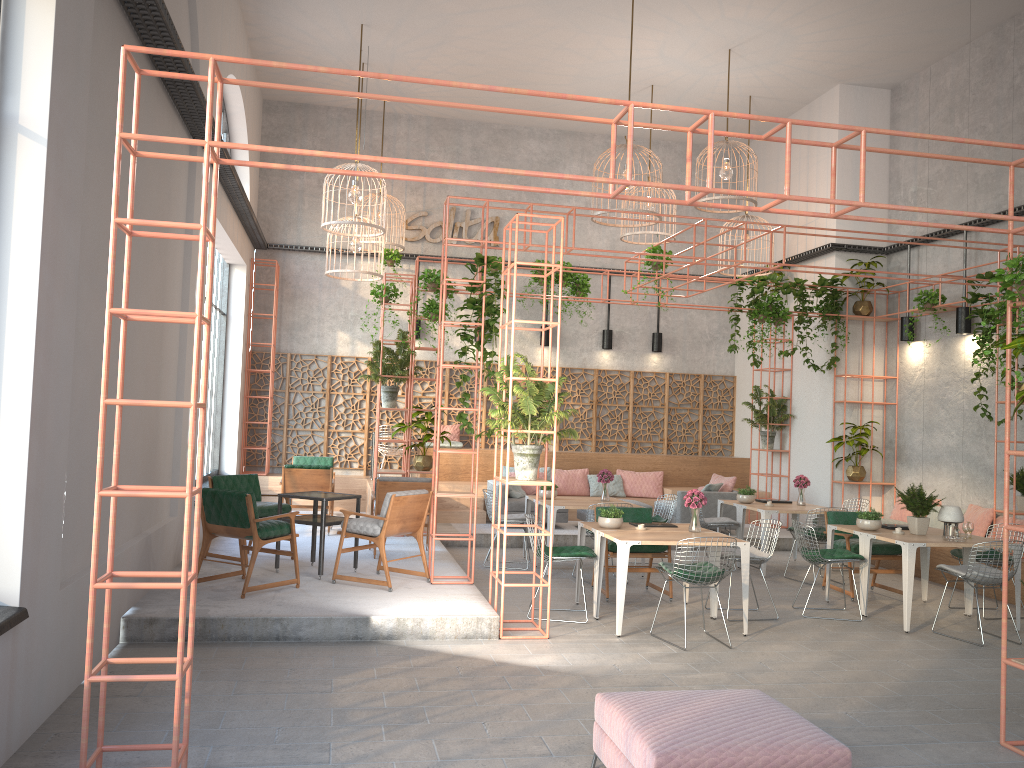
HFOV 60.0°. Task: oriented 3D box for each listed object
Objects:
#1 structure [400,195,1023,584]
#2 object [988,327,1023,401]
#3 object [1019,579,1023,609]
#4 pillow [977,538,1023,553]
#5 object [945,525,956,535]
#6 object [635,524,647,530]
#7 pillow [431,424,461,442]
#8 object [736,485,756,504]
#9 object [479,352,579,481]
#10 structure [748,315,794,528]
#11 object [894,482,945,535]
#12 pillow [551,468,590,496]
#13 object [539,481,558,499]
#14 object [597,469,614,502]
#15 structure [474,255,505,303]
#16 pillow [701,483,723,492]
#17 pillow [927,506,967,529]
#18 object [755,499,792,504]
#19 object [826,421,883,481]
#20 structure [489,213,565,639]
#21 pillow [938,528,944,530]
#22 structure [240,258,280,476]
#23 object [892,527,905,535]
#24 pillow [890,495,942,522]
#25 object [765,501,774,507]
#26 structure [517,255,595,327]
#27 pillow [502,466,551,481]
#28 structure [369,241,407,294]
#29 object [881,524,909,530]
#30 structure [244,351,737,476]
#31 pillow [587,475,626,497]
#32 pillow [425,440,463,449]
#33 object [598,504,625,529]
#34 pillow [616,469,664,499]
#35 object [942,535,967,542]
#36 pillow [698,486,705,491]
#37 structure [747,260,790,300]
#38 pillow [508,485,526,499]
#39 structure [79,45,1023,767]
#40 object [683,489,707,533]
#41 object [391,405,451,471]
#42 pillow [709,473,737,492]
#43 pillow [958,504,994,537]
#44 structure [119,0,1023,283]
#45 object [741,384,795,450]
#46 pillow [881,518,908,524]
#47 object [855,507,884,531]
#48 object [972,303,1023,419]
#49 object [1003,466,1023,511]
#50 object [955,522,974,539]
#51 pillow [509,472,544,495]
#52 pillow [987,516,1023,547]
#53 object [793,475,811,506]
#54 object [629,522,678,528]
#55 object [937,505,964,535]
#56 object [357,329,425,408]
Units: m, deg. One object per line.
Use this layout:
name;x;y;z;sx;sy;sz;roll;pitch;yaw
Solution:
structure;5.694;0.161;11.888;14.096;4.345;4.501;3;-2;-12
object;5.871;-0.276;10.105;0.903;0.947;0.934;0;-3;41
object;3.273;1.400;5.272;0.368;0.527;0.438;3;-2;-11
pillow;5.768;1.953;10.752;0.491;0.149;0.637;3;-2;-10
object;4.307;1.453;8.719;0.095;0.119;0.095;2;-2;13
object;1.243;1.376;8.542;0.115;0.073;0.115;3;-2;-17
pillow;-1.160;0.869;15.790;0.499;0.324;0.307;2;-2;4
object;3.148;1.480;11.925;0.254;0.247;0.248;3;-2;-11
object;0.126;0.285;7.756;0.900;1.100;0.894;1;-2;18
structure;4.429;0.623;15.178;0.424;3.596;0.624;3;-2;-11
object;4.091;1.253;8.966;0.368;0.527;0.438;3;-2;-11
pillow;0.984;1.699;15.355;0.839;0.474;0.276;3;-3;-21
object;0.467;1.354;11.408;0.252;0.247;0.247;3;-2;-11
object;1.195;1.297;11.384;0.225;0.414;0.213;3;-2;-18
structure;-0.345;-1.878;15.445;0.605;0.972;0.587;3;-2;-12
pillow;3.068;1.716;13.859;0.308;0.349;0.495;0;-3;39
pillow;5.910;1.878;12.157;0.289;0.385;0.666;3;-2;-16
object;3.609;1.618;12.229;0.427;0.031;0.268;3;-2;-11
object;5.187;1.011;13.485;0.934;0.919;0.903;4;-3;-39
structure;0.118;0.357;7.824;0.424;3.602;0.624;3;-2;-11
pillow;5.574;1.987;11.750;0.491;0.149;0.637;3;-2;-10
structure;-4.253;-0.279;14.990;0.424;3.591;0.624;3;-2;-11
object;3.888;1.473;8.921;0.115;0.078;0.115;2;-2;-5
pillow;5.810;1.852;12.793;0.276;0.474;0.839;3;-3;-21
object;3.367;1.563;11.603;0.115;0.078;0.115;2;-2;-5
structure;0.784;-1.668;15.610;1.434;1.290;0.670;3;-2;-11
pillow;0.239;1.579;14.384;0.839;0.474;0.276;3;-2;-11
structure;-2.099;-1.960;15.107;0.605;0.972;0.587;3;-2;-12
object;4.147;1.525;9.460;0.427;0.031;0.268;3;-2;-11
structure;0.186;0.705;16.284;9.782;2.103;0.132;3;-2;-11
pillow;1.645;1.776;15.459;0.666;0.385;0.289;3;-2;-16
pillow;-1.199;1.062;15.492;0.637;0.149;0.491;3;-2;-10
object;0.960;1.284;8.611;0.252;0.247;0.247;3;-2;-11
pillow;2.240;1.758;15.597;0.839;0.474;0.276;2;-2;9
object;4.234;1.480;8.486;0.218;0.041;0.218;2;-2;-2
pillow;3.035;1.752;14.312;0.441;0.317;0.479;4;-3;-29
structure;4.394;-1.727;15.178;0.934;0.803;0.903;4;-3;-39
pillow;0.076;1.634;13.891;0.307;0.324;0.499;1;-3;24
structure;5.550;0.398;4.158;14.689;4.247;4.157;3;-2;-11
object;1.754;1.214;8.508;0.225;0.414;0.213;3;-2;-18
object;-1.263;0.734;12.189;0.934;0.923;0.903;5;-3;-44
pillow;3.322;1.696;14.248;0.273;0.476;0.836;3;-2;-11
pillow;6.012;1.808;11.529;0.276;0.474;0.839;2;-2;9
structure;4.381;-2.302;9.381;15.203;0.110;15.603;3;-2;-11
object;4.348;0.561;15.094;0.900;1.097;0.894;1;-2;18
pillow;5.374;2.021;12.778;0.491;0.149;0.637;3;-2;-10
object;3.687;1.387;9.156;0.254;0.247;0.248;3;-2;-11
object;3.256;-0.071;5.245;0.923;0.946;0.924;5;-3;-45
object;5.875;1.197;10.161;0.368;0.527;0.438;3;-2;-11
object;4.511;1.451;8.794;0.210;0.154;0.165;3;-3;-21
pillow;0.253;1.605;14.232;0.666;0.385;0.289;3;-2;-11
pillow;6.155;1.836;10.899;0.289;0.385;0.666;3;-2;-16
object;3.883;1.423;11.902;0.225;0.414;0.213;3;-2;-18
object;1.419;1.421;8.915;0.427;0.031;0.268;3;-2;-11
object;4.409;1.380;8.913;0.241;0.313;0.241;1;-3;34
object;-1.660;-0.213;12.321;0.900;1.101;0.894;0;-3;43
